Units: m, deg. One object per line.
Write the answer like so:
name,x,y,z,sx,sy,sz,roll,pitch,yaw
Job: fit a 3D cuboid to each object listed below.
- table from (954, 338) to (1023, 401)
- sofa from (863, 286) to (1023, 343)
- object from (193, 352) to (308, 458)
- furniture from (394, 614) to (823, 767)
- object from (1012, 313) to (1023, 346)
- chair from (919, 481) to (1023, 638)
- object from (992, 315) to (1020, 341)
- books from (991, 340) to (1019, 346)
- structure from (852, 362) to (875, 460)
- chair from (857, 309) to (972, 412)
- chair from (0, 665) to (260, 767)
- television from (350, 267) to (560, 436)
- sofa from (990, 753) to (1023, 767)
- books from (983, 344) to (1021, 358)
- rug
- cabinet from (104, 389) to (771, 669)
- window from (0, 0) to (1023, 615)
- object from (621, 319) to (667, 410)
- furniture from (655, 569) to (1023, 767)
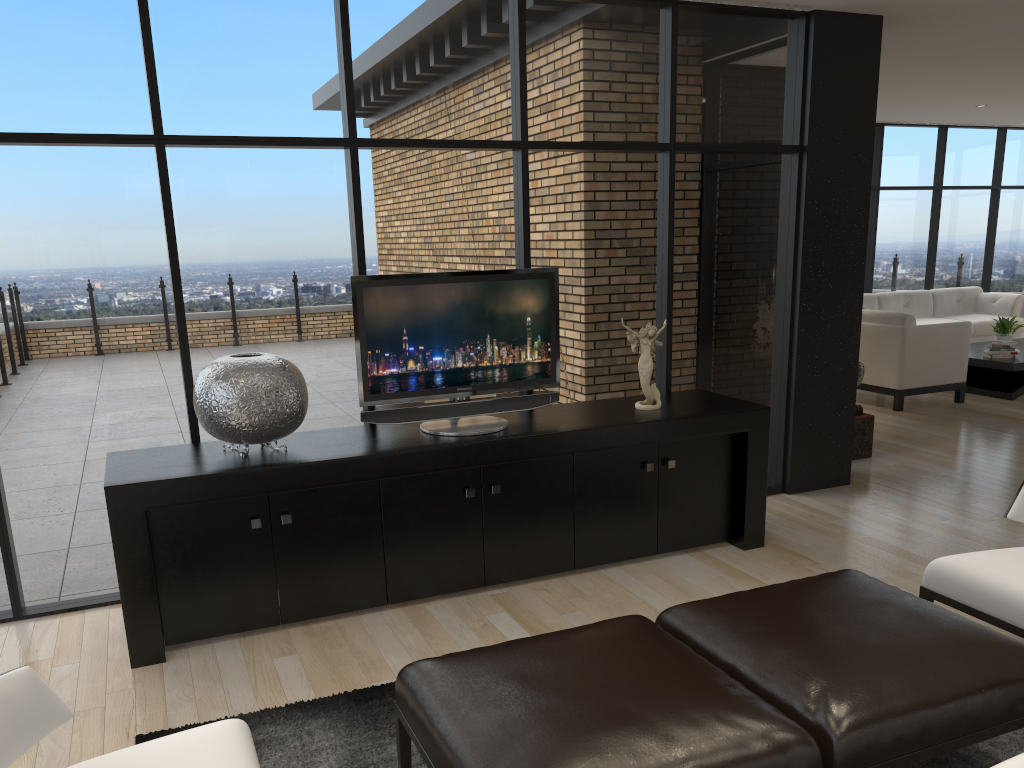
table,5.272,-0.189,9.046,2.024,0.359,1.244,-6,11,-22
sofa,4.722,-0.637,10.284,2.684,0.874,0.841,-6,13,-22
object,-1.095,0.081,3.720,0.459,0.416,0.459,-11,15,-40
furniture,0.206,0.998,2.329,0.824,0.493,0.814,-6,12,-22
object,5.329,-0.680,8.946,0.355,0.644,0.362,-2,13,-3
chair,1.964,0.739,2.995,0.681,0.689,0.792,-7,12,-22
object,4.929,-0.516,8.849,0.283,0.378,0.211,6,15,30
books,4.703,-0.393,8.421,0.153,0.027,0.182,-8,11,-31
structure,2.172,-0.290,6.334,0.515,1.627,0.718,-7,15,-22
chair,3.605,-0.282,8.328,0.851,0.874,0.985,-7,13,-22
chair,-0.839,1.013,1.824,0.681,0.689,0.792,-7,12,-22
television,-0.226,-0.151,4.025,0.932,0.727,0.400,-2,13,-4
sofa,1.047,0.951,1.462,2.024,0.821,0.824,-6,12,-22
books,4.691,-0.319,8.448,0.307,0.129,0.219,1,11,16
rug,0.621,1.223,2.371,3.022,0.012,2.442,-5,10,-21
cabinet,-0.220,0.570,4.192,3.027,0.757,0.611,-6,13,-22
window,3.206,-1.627,4.211,15.761,4.887,10.009,-9,12,-35
object,0.674,-0.102,4.371,0.256,0.469,0.103,-7,15,-21
furniture,0.989,0.923,2.647,0.824,0.493,0.814,-6,12,-22
